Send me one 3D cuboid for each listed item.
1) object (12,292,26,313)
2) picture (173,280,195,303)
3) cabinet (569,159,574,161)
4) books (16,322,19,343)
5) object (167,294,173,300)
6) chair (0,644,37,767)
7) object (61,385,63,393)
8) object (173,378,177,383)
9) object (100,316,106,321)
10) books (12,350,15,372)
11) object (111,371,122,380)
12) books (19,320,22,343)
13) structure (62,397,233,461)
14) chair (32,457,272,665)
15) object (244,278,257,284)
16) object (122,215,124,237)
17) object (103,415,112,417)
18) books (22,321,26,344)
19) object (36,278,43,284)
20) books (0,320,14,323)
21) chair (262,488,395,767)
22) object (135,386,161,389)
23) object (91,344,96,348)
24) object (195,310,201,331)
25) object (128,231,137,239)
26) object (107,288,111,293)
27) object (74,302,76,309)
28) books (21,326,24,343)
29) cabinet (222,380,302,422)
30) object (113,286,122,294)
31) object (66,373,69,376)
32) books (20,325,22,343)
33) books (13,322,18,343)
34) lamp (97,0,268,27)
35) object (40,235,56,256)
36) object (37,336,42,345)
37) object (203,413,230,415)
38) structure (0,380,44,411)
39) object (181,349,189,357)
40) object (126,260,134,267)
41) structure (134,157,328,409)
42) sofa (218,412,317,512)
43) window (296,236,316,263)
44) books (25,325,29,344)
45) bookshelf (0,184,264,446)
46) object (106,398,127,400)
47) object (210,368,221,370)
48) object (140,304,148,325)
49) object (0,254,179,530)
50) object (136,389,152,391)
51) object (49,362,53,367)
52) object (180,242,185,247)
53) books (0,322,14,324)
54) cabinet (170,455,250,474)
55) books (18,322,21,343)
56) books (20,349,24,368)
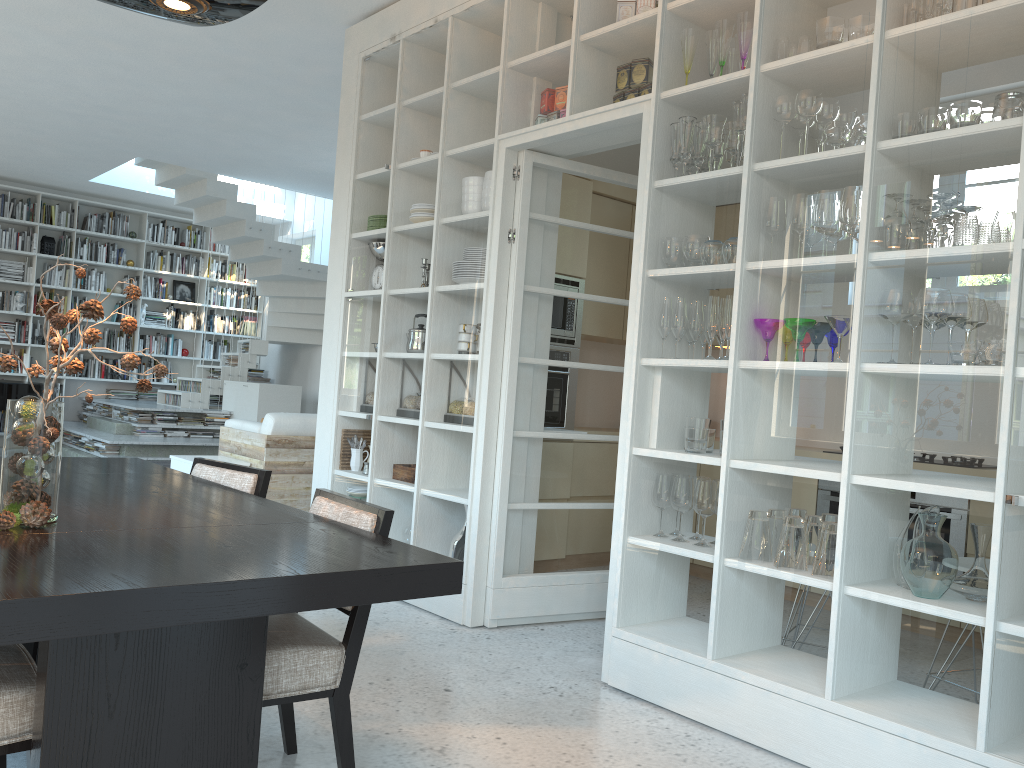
[{"bbox_3d":[-5.951,-0.983,10.715,0.138,0.244,0.137,4,0,15],"label":"object"},{"bbox_3d":[-4.499,-1.260,12.172,0.300,0.300,0.077,4,0,-40],"label":"picture"},{"bbox_3d":[1.735,-0.001,4.621,1.969,2.568,4.423,4,0,-40],"label":"cabinet"},{"bbox_3d":[-6.053,-0.631,10.823,0.011,0.261,0.184,4,0,-40],"label":"books"},{"bbox_3d":[-4.625,-1.167,11.958,0.091,0.092,0.091,4,0,9],"label":"object"},{"bbox_3d":[-1.286,0.642,1.811,0.570,0.782,0.479,4,0,-40],"label":"chair"},{"bbox_3d":[-5.652,0.143,11.112,0.011,0.260,0.142,4,0,-40],"label":"object"},{"bbox_3d":[-4.605,-0.049,12.082,0.071,0.072,0.071,4,0,9],"label":"object"},{"bbox_3d":[-5.266,-0.841,11.414,0.071,0.072,0.071,4,0,9],"label":"object"},{"bbox_3d":[-6.100,-0.279,10.833,0.010,0.284,0.132,4,0,-40],"label":"books"},{"bbox_3d":[-5.105,-0.112,11.442,0.064,0.114,0.160,4,0,37],"label":"object"},{"bbox_3d":[-6.032,-0.643,10.853,0.011,0.288,0.152,4,0,-40],"label":"books"},{"bbox_3d":[-3.973,0.609,10.806,2.900,0.659,3.111,5,-1,-40],"label":"structure"},{"bbox_3d":[-1.204,0.661,2.964,0.479,0.782,0.570,4,0,40],"label":"chair"},{"bbox_3d":[-3.714,-1.484,12.578,0.204,0.137,0.095,4,0,-24],"label":"object"},{"bbox_3d":[-5.090,-2.044,11.559,0.006,0.298,0.129,4,0,-40],"label":"object"},{"bbox_3d":[-4.817,0.387,10.706,0.145,0.010,0.266,5,-1,-44],"label":"object"},{"bbox_3d":[-5.991,-0.635,10.873,0.011,0.279,0.186,4,0,-40],"label":"books"},{"bbox_3d":[-5.796,-1.259,10.875,0.071,0.072,0.071,4,0,9],"label":"object"},{"bbox_3d":[-6.174,-0.758,10.717,0.254,0.012,0.161,5,-1,-36],"label":"books"},{"bbox_3d":[-0.692,0.691,2.312,0.570,0.782,0.479,4,0,-35],"label":"chair"},{"bbox_3d":[-4.876,0.046,11.879,0.285,0.005,0.159,5,-1,-40],"label":"object"},{"bbox_3d":[-5.381,-0.480,11.385,0.071,0.072,0.071,4,0,9],"label":"object"},{"bbox_3d":[-4.290,-0.867,12.113,0.087,0.288,0.075,4,0,-5],"label":"object"},{"bbox_3d":[-4.947,-1.937,11.558,0.104,0.105,0.104,4,0,9],"label":"object"},{"bbox_3d":[-5.217,-1.204,11.461,0.068,0.068,0.068,4,0,27],"label":"object"},{"bbox_3d":[-5.559,-0.932,11.230,0.013,0.208,0.140,4,0,-40],"label":"object"},{"bbox_3d":[-6.016,-0.606,10.876,0.021,0.217,0.132,4,0,-40],"label":"books"},{"bbox_3d":[-2.970,0.323,10.414,0.551,0.668,0.992,4,0,-40],"label":"cabinet"},{"bbox_3d":[-5.143,-1.219,11.553,0.111,0.113,0.112,4,0,27],"label":"object"},{"bbox_3d":[-5.618,-0.133,11.201,0.071,0.072,0.071,4,0,9],"label":"object"},{"bbox_3d":[-6.030,-0.614,10.866,0.013,0.232,0.134,4,0,-40],"label":"books"},{"bbox_3d":[-6.064,-0.628,10.818,0.012,0.254,0.161,4,0,-40],"label":"books"},{"bbox_3d":[-0.822,-1.577,2.132,0.530,1.222,0.796,4,0,-40],"label":"lamp"},{"bbox_3d":[-5.728,-1.705,10.941,0.135,0.248,0.135,4,0,40],"label":"object"},{"bbox_3d":[-5.781,-0.536,10.856,0.054,0.113,0.079,4,0,-42],"label":"object"},{"bbox_3d":[-3.473,0.336,10.368,0.284,0.030,0.177,5,-1,-40],"label":"object"},{"bbox_3d":[-6.030,0.350,9.450,1.919,0.833,1.334,5,-1,-40],"label":"structure"},{"bbox_3d":[-4.482,-0.428,12.132,0.115,0.116,0.115,4,0,27],"label":"object"},{"bbox_3d":[-4.978,-1.569,11.564,0.100,0.102,0.100,4,0,27],"label":"object"},{"bbox_3d":[-3.498,-1.057,10.600,2.615,3.382,1.953,4,0,-40],"label":"structure"},{"bbox_3d":[-1.123,0.667,7.037,2.195,0.854,0.871,5,0,-40],"label":"sofa"},{"bbox_3d":[-2.762,-1.414,12.169,0.042,1.226,1.117,4,0,-40],"label":"window"},{"bbox_3d":[-5.969,-0.608,10.879,0.034,0.229,0.199,4,0,-40],"label":"books"},{"bbox_3d":[-6.075,-0.780,10.723,6.300,3.142,0.330,5,0,-40],"label":"bookshelf"},{"bbox_3d":[-5.136,0.200,11.651,0.193,0.007,0.346,4,-1,45],"label":"object"},{"bbox_3d":[-3.793,-0.190,11.458,0.161,0.025,0.174,5,-1,-36],"label":"object"},{"bbox_3d":[-4.834,-0.912,11.626,0.087,0.288,0.075,4,0,-5],"label":"object"},{"bbox_3d":[-0.974,0.023,1.965,0.541,0.601,0.317,4,0,21],"label":"object"},{"bbox_3d":[-4.880,0.084,11.876,0.254,0.006,0.161,5,-1,-40],"label":"object"},{"bbox_3d":[-5.731,-0.245,10.995,0.071,0.072,0.071,4,0,9],"label":"object"},{"bbox_3d":[-4.449,-1.879,11.981,0.071,0.072,0.071,4,0,9],"label":"object"},{"bbox_3d":[-6.177,-0.746,10.719,0.254,0.012,0.161,5,-1,-43],"label":"books"},{"bbox_3d":[-2.137,0.768,6.214,0.380,0.487,0.502,4,0,-40],"label":"cabinet"},{"bbox_3d":[-6.043,-0.627,10.846,0.013,0.256,0.162,4,0,-40],"label":"books"},{"bbox_3d":[-6.025,-0.281,10.885,0.011,0.300,0.149,4,0,-40],"label":"books"}]
